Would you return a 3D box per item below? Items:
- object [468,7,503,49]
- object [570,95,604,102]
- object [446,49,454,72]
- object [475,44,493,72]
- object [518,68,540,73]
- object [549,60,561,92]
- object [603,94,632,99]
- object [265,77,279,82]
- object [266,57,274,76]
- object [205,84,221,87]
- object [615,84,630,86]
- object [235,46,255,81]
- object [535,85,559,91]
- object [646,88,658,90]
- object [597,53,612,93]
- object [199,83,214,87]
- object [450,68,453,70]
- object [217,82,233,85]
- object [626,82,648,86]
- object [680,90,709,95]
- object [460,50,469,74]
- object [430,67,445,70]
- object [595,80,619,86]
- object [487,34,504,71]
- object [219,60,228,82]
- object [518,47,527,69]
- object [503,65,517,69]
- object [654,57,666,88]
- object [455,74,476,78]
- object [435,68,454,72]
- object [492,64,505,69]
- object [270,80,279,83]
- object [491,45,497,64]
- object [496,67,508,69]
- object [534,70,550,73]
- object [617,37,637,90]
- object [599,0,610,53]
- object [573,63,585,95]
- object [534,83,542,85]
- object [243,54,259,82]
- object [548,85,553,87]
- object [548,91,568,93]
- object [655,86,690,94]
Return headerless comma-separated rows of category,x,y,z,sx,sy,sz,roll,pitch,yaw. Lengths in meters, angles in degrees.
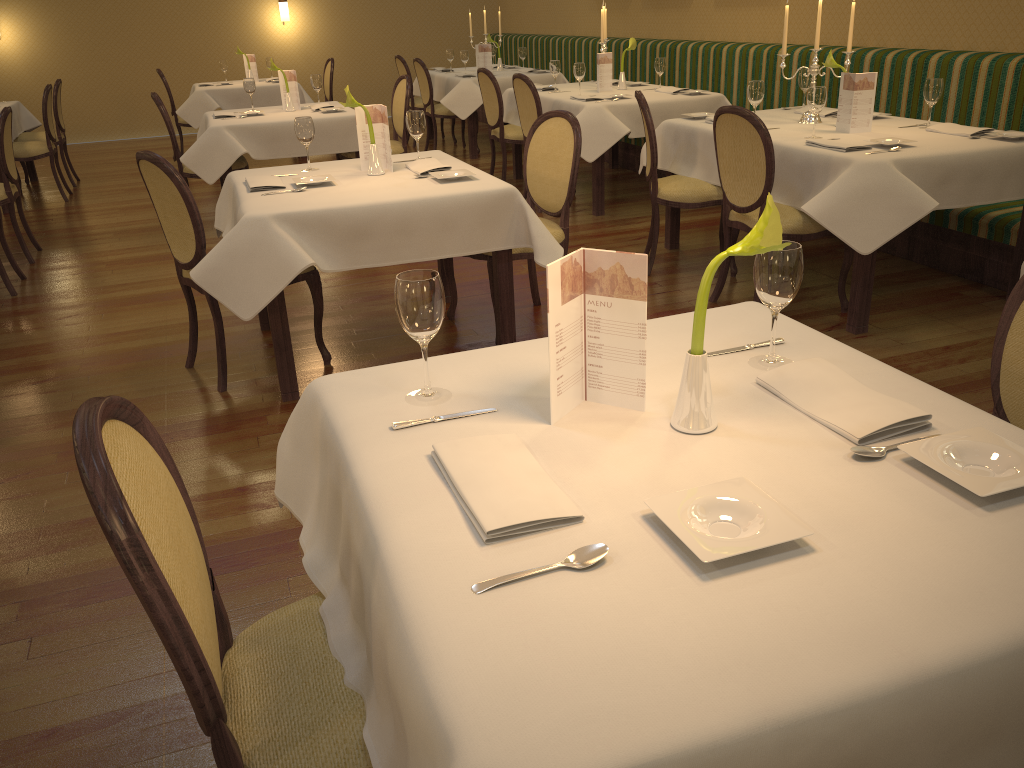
object,-0.278,-3.697,9.475,0.390,0.655,0.131,9,26,25
object,0.529,-2.023,6.277,0.142,0.024,0.273,-10,24,-17
object,-0.657,-3.454,9.482,0.088,0.229,0.088,10,26,27
object,-0.290,-3.399,9.255,0.166,0.277,0.081,-2,23,3
object,0.177,-3.201,9.052,0.142,0.033,0.273,-10,24,-17
object,0.337,-2.403,6.919,0.088,0.229,0.088,10,26,27
object,0.742,-2.019,6.240,0.160,0.024,0.160,-10,24,-17
object,-2.554,-3.255,9.485,0.142,0.033,0.273,-10,24,-17
object,-2.617,-3.422,9.628,0.088,0.229,0.088,10,26,27
object,-3.091,-3.077,9.148,0.181,0.015,0.038,-10,24,-16
object,0.907,-2.426,7.185,0.185,0.010,0.017,-10,24,-16
object,-2.814,-3.374,9.351,0.163,0.375,0.076,-22,30,-38
object,0.257,-2.375,7.117,0.142,0.033,0.273,-10,24,-17
object,1.078,-2.246,6.745,0.185,0.010,0.017,-10,24,-16
object,0.679,-2.361,6.725,0.081,0.277,0.166,17,30,39
object,-3.216,-3.148,9.321,0.142,0.024,0.273,-10,24,-17
object,-0.743,-3.488,9.841,0.181,0.015,0.038,-10,24,-16
object,-3.003,-3.144,9.284,0.160,0.024,0.160,-10,24,-17
object,0.992,-2.394,7.087,0.160,0.024,0.160,-10,24,-17
object,1.291,-2.057,6.265,0.160,0.024,0.160,-10,24,-17
object,-0.481,-3.289,9.075,0.088,0.229,0.088,10,26,27
object,-0.841,-3.539,9.961,0.160,0.024,0.160,-10,24,-17
object,0.809,-2.490,7.323,0.142,0.033,0.273,-10,24,-17
object,-0.177,-3.507,9.375,0.163,0.375,0.076,-2,23,3
object,-3.106,-3.383,9.590,0.088,0.229,0.088,10,26,27
object,0.114,-3.369,9.195,0.088,0.229,0.088,10,26,27
object,-0.003,-3.445,9.649,0.160,0.024,0.160,-10,24,-17
object,1.109,-2.318,6.632,0.088,0.229,0.088,10,26,27
object,-0.466,-3.074,8.840,0.142,0.024,0.273,-10,24,-17
object,-0.738,-3.426,9.680,0.142,0.033,0.273,-10,24,-17
object,-0.186,-3.541,9.886,0.142,0.033,0.273,-10,24,-17
object,-2.435,-3.161,9.261,0.160,0.024,0.160,-10,24,-17
object,-0.213,-3.720,10.050,0.088,0.229,0.088,10,26,27
object,-0.088,-3.477,9.747,0.185,0.010,0.017,-10,24,-16
object,0.297,-3.108,8.828,0.160,0.024,0.160,-10,24,-17
object,0.870,-2.434,6.746,0.076,0.375,0.163,-19,28,-33
object,0.716,-2.646,6.912,0.131,0.655,0.390,-3,23,0
object,0.494,-2.226,6.489,0.088,0.229,0.088,10,26,27
object,0.153,-2.488,7.398,0.160,0.024,0.160,-10,24,-17
object,-2.768,-3.381,9.492,0.166,0.277,0.081,9,26,25
object,0.252,-2.437,7.278,0.181,0.015,0.038,-10,24,-16
object,0.370,-2.265,6.870,0.185,0.010,0.017,-10,24,-17
object,1.172,-2.150,6.489,0.142,0.033,0.273,-10,24,-17
